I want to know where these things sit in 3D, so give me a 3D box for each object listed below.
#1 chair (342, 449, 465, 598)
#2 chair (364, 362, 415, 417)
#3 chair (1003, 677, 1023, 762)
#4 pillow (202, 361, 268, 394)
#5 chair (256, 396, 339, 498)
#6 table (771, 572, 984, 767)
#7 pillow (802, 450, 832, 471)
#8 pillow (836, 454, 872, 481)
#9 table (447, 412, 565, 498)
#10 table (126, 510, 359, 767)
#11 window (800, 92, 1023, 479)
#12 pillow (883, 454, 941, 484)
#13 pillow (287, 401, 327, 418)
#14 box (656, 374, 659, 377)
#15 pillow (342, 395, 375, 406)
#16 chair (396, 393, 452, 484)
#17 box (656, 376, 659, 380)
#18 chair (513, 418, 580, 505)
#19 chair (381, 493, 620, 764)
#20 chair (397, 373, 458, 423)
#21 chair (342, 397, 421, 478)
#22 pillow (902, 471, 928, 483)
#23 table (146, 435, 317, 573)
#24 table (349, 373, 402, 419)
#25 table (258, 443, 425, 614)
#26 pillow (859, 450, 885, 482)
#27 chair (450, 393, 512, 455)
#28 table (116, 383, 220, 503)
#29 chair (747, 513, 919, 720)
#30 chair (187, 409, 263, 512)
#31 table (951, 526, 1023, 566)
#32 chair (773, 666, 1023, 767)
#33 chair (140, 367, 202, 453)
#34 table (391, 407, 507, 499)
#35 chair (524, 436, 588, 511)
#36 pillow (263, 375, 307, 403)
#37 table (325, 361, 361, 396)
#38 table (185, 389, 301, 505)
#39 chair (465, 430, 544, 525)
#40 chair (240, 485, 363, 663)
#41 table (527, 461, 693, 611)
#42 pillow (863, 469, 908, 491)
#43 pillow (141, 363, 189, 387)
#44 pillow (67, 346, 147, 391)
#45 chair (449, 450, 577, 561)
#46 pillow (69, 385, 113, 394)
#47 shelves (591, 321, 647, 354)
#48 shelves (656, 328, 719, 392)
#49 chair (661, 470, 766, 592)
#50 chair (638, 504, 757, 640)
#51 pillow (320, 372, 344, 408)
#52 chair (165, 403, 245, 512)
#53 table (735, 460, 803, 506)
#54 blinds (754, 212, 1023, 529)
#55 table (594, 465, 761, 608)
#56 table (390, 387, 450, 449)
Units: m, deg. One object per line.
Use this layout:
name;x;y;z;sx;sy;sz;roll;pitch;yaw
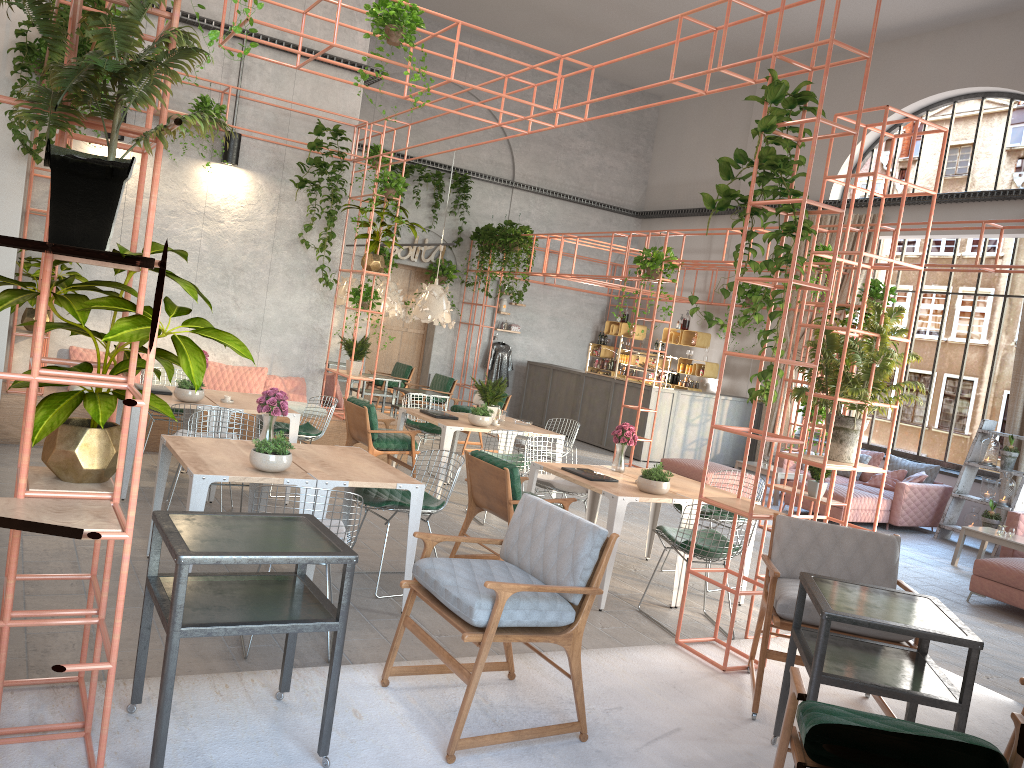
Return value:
chair;-0.757;0.923;6.135;0.717;0.941;0.565;6;4;-34
chair;-2.225;0.067;15.924;0.685;0.930;0.722;6;4;-30
chair;2.508;1.405;3.556;0.685;0.914;0.722;9;4;10
pillow;-3.325;-0.010;10.403;0.839;0.474;0.276;8;4;-10
chair;-2.093;0.565;8.494;0.717;0.941;0.565;6;4;-34
table;1.472;1.297;3.669;0.602;0.798;0.635;9;4;10
pillow;4.554;1.170;13.166;0.500;0.324;0.307;9;4;5
pillow;4.935;1.181;13.109;0.289;0.385;0.666;6;4;-30
table;-0.096;0.837;9.645;0.694;0.830;1.214;6;4;-30
table;-1.019;0.943;3.309;0.635;0.798;0.602;6;4;-30
window;6.445;-1.598;13.449;0.089;5.538;4.127;6;4;-30
pillow;5.508;1.286;12.384;0.273;0.476;0.836;6;4;-30
pillow;-2.556;0.292;10.444;0.637;0.149;0.491;7;4;-29
box;2.846;-0.194;17.223;0.058;0.093;0.122;7;4;-19
pillow;-2.171;0.251;11.955;0.491;0.149;0.637;7;4;-29
chair;-0.981;0.621;10.204;0.565;0.941;0.717;7;4;-29
box;2.799;-0.106;17.207;0.058;0.093;0.122;6;4;-30
chair;0.333;0.839;9.910;0.717;0.941;0.565;6;4;-34
chair;-0.061;0.989;3.849;0.685;0.929;0.722;6;4;-30
chair;-1.378;0.294;14.429;0.685;0.930;0.722;6;4;-30
chair;-1.360;0.646;9.012;0.685;0.917;0.722;6;4;-30
pillow;5.387;1.343;11.938;0.308;0.349;0.495;10;4;19
table;-1.783;0.853;5.516;0.694;0.830;1.205;6;4;-30
table;-2.185;0.271;13.960;0.635;0.798;0.602;6;4;-30
table;-1.188;0.920;5.868;0.694;0.830;1.214;6;4;-30
pillow;5.076;1.166;13.171;0.276;0.474;0.839;6;4;-30
chair;-0.513;0.525;12.902;0.685;0.929;0.722;6;4;-30
table;-3.119;0.496;7.875;0.694;0.830;1.205;6;4;-30
chair;1.625;1.209;4.502;0.722;0.914;0.685;9;4;10
chair;-2.071;0.704;6.428;0.565;0.941;0.717;7;4;-29
table;5.363;1.876;9.606;0.520;0.455;0.916;6;4;-30
chair;1.193;1.264;2.643;0.722;0.917;0.685;9;4;10
chair;-3.408;0.347;8.788;0.565;0.941;0.717;7;4;-29
table;-0.693;0.770;9.292;0.694;0.830;1.205;6;4;-30
chair;0.394;0.987;7.811;0.565;0.941;0.717;7;4;-29
pillow;-2.790;0.097;10.748;0.666;0.385;0.289;6;5;-35
table;-3.043;0.041;15.474;0.635;0.798;0.602;6;4;-30
table;-2.523;0.563;8.228;0.694;0.830;1.214;6;4;-30
chair;-0.067;0.865;8.606;0.565;0.941;0.717;8;4;-14
chair;-1.157;0.948;4.830;0.565;0.941;0.717;8;4;-14
table;0.681;1.148;6.900;0.694;0.830;1.205;6;4;-30
pillow;5.211;1.308;12.356;0.479;0.317;0.441;12;5;41
pillow;-3.892;-0.028;10.105;0.666;0.385;0.289;6;5;-35
pillow;-4.447;-0.141;9.798;0.839;0.474;0.276;6;5;-40
chair;0.014;1.012;6.619;0.685;0.917;0.722;6;4;-30
pillow;-4.332;0.092;9.408;0.637;0.149;0.491;7;4;-29
shelves;2.214;-0.361;18.492;0.328;1.838;1.750;6;4;-30
shelves;3.152;-0.109;16.836;0.328;1.838;1.750;6;4;-30
chair;1.709;1.205;7.518;0.717;0.941;0.565;6;4;-34
chair;1.309;1.230;6.213;0.565;0.941;0.717;8;4;-14
pillow;-2.454;0.042;11.638;0.276;0.474;0.839;6;5;-40
chair;-2.493;0.590;7.190;0.565;0.941;0.717;8;4;-14
table;3.636;1.410;12.655;0.520;0.455;0.916;6;4;-30
blinds;5.751;-0.444;13.365;0.414;4.389;4.957;7;4;-29
table;1.278;1.215;7.253;0.694;0.830;1.214;6;4;-30
table;-1.328;0.500;12.446;0.635;0.798;0.602;6;4;-30
